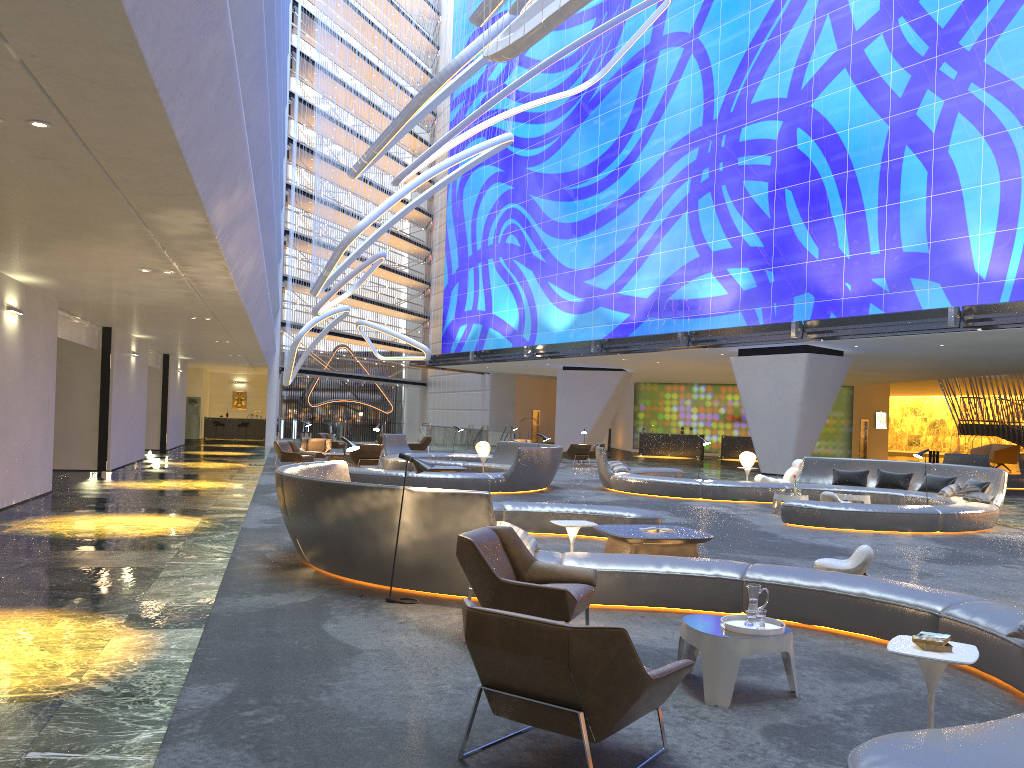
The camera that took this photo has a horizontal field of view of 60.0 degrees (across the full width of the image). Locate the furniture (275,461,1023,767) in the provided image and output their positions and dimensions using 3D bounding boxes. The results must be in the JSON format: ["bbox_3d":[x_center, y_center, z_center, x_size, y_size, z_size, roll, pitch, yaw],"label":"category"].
[{"bbox_3d":[0.657,1.441,7.928,5.187,0.969,9.928,3,-2,-18],"label":"furniture"}]

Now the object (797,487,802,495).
[{"bbox_3d":[5.238,1.955,16.188,0.071,0.118,0.151,2,-1,-4],"label":"object"}]

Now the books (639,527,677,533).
[{"bbox_3d":[1.668,1.657,10.120,0.395,0.039,0.301,2,-2,0],"label":"books"}]

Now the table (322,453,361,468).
[{"bbox_3d":[-4.856,2.205,25.493,1.203,0.392,1.203,3,-2,-15],"label":"table"}]

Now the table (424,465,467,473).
[{"bbox_3d":[-1.695,2.144,20.803,1.203,0.392,1.203,2,-2,-14],"label":"table"}]

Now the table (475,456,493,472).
[{"bbox_3d":[-0.711,2.113,22.128,0.418,0.595,0.427,2,-1,-15],"label":"table"}]

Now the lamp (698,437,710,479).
[{"bbox_3d":[4.595,1.934,21.351,0.202,1.300,0.384,2,0,-39],"label":"lamp"}]

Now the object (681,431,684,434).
[{"bbox_3d":[8.109,2.306,42.184,0.150,0.145,0.150,2,-1,19],"label":"object"}]

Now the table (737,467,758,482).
[{"bbox_3d":[5.620,2.301,21.212,0.418,0.595,0.427,3,-1,-40],"label":"table"}]

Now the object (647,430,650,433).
[{"bbox_3d":[6.598,2.294,42.817,0.107,0.108,0.111,2,-1,20],"label":"object"}]

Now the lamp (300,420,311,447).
[{"bbox_3d":[-6.218,1.746,26.529,0.384,1.300,0.202,2,0,3],"label":"lamp"}]

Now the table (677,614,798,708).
[{"bbox_3d":[1.377,1.690,5.490,0.671,0.406,0.673,3,-2,-18],"label":"table"}]

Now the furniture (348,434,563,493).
[{"bbox_3d":[-1.312,1.923,22.943,5.185,0.969,9.933,2,-2,3],"label":"furniture"}]

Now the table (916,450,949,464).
[{"bbox_3d":[19.954,3.506,41.915,1.241,0.727,2.309,1,-2,33],"label":"table"}]

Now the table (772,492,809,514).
[{"bbox_3d":[5.021,2.207,16.153,0.671,0.406,0.674,1,-2,38],"label":"table"}]

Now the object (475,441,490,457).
[{"bbox_3d":[-0.727,1.620,22.090,0.367,0.387,0.318,2,-1,-7],"label":"object"}]

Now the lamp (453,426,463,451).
[{"bbox_3d":[-1.715,1.942,27.601,0.384,1.300,0.202,2,0,3],"label":"lamp"}]

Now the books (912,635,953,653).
[{"bbox_3d":[2.006,1.241,4.233,0.128,0.030,0.182,2,-2,8],"label":"books"}]

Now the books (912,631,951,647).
[{"bbox_3d":[2.003,1.215,4.231,0.133,0.022,0.189,0,-3,37],"label":"books"}]

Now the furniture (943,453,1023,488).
[{"bbox_3d":[16.872,2.759,28.465,9.925,0.969,5.189,2,-2,3],"label":"furniture"}]

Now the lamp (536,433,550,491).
[{"bbox_3d":[0.651,1.736,19.698,0.384,1.300,0.202,2,0,3],"label":"lamp"}]

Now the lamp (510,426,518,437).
[{"bbox_3d":[0.008,2.234,33.922,0.384,1.300,0.202,2,0,3],"label":"lamp"}]

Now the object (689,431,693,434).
[{"bbox_3d":[8.498,2.315,42.060,0.150,0.145,0.150,2,-1,19],"label":"object"}]

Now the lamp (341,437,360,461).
[{"bbox_3d":[-2.155,1.339,11.520,0.384,1.300,0.202,2,0,35],"label":"lamp"}]

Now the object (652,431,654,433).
[{"bbox_3d":[6.784,2.317,42.746,0.072,0.070,0.073,2,-1,20],"label":"object"}]

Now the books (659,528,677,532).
[{"bbox_3d":[1.768,1.666,10.105,0.133,0.012,0.189,3,-2,-24],"label":"books"}]

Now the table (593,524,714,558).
[{"bbox_3d":[1.581,1.865,10.061,1.203,0.392,1.203,2,-2,-14],"label":"table"}]

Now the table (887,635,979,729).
[{"bbox_3d":[1.974,1.552,4.222,0.427,0.595,0.418,2,-1,30],"label":"table"}]

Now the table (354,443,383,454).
[{"bbox_3d":[-5.505,2.497,34.107,1.203,0.392,1.204,2,-2,4],"label":"table"}]

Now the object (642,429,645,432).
[{"bbox_3d":[6.368,2.269,42.904,0.149,0.149,0.149,2,-1,20],"label":"object"}]

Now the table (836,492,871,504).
[{"bbox_3d":[6.395,2.279,16.791,0.673,0.406,0.671,2,-2,5],"label":"table"}]

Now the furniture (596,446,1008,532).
[{"bbox_3d":[5.511,2.009,18.824,5.188,0.969,9.927,3,-2,-22],"label":"furniture"}]

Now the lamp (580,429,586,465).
[{"bbox_3d":[2.553,2.235,31.515,0.202,1.300,0.384,2,0,2],"label":"lamp"}]

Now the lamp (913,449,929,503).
[{"bbox_3d":[7.849,1.888,16.972,0.384,1.300,0.202,2,0,-21],"label":"lamp"}]

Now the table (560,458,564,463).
[{"bbox_3d":[1.371,2.693,32.886,1.203,0.392,1.203,2,-2,-14],"label":"table"}]

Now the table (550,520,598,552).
[{"bbox_3d":[0.597,1.671,8.791,0.418,0.595,0.427,2,-1,-18],"label":"table"}]

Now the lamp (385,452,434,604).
[{"bbox_3d":[-0.878,1.242,7.668,0.384,1.300,0.202,2,0,-15],"label":"lamp"}]

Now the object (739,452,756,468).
[{"bbox_3d":[5.623,1.808,21.164,0.367,0.387,0.318,3,-1,-32],"label":"object"}]

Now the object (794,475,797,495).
[{"bbox_3d":[5.145,1.828,16.070,0.076,0.356,0.066,2,0,43],"label":"object"}]

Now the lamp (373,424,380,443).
[{"bbox_3d":[-3.674,1.746,24.121,0.202,1.300,0.384,2,0,2],"label":"lamp"}]
